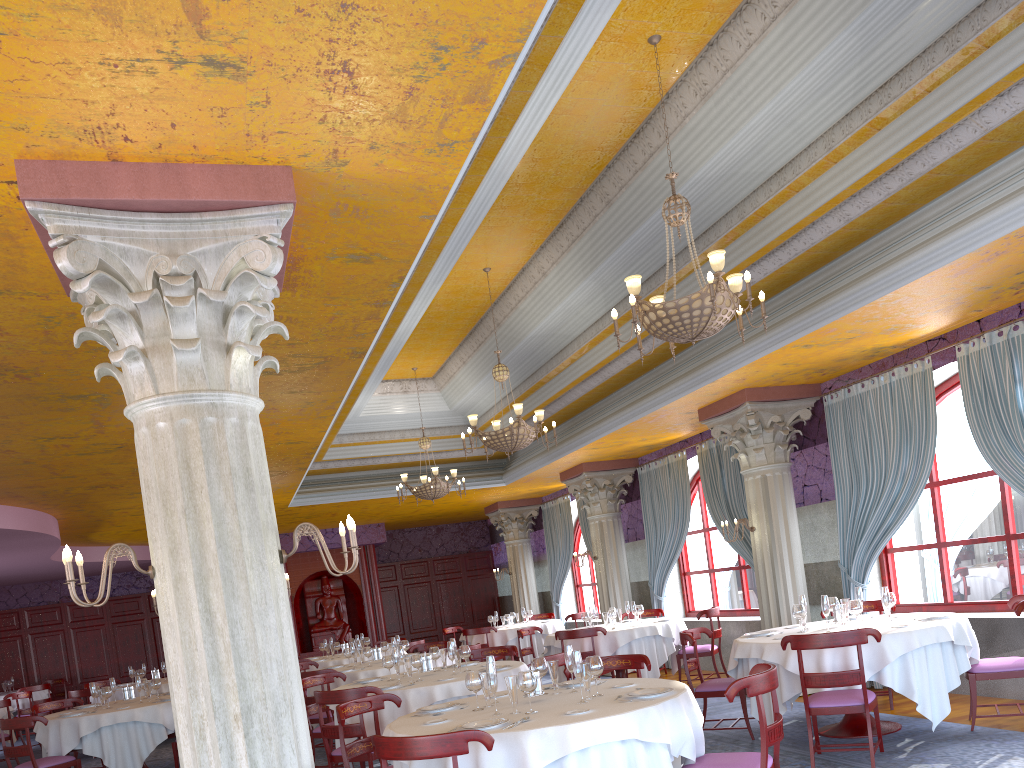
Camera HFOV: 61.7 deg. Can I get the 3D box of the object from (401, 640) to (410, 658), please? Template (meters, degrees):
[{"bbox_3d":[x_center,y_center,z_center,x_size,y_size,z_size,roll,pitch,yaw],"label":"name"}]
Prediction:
[{"bbox_3d":[-1.434,3.588,11.543,0.125,0.264,0.120,-9,-1,39],"label":"object"}]

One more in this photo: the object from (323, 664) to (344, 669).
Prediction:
[{"bbox_3d":[-2.493,3.947,11.939,0.310,0.024,0.323,3,-17,-38],"label":"object"}]

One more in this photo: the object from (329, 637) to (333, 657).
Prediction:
[{"bbox_3d":[-3.155,4.608,15.009,0.075,0.335,0.073,-7,1,17],"label":"object"}]

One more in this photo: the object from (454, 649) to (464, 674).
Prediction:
[{"bbox_3d":[-0.534,2.768,8.543,0.084,0.237,0.087,-8,0,-39],"label":"object"}]

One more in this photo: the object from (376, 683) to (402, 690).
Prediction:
[{"bbox_3d":[-1.180,2.837,8.008,0.310,0.024,0.324,-3,-14,-19],"label":"object"}]

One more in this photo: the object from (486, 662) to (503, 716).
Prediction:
[{"bbox_3d":[-0.116,1.911,5.365,0.073,0.335,0.075,-8,1,-28],"label":"object"}]

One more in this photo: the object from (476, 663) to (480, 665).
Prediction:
[{"bbox_3d":[-0.357,3.030,9.279,0.028,0.013,0.234,-13,-14,24],"label":"object"}]

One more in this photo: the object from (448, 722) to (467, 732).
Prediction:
[{"bbox_3d":[-0.320,2.029,5.063,0.028,0.013,0.234,-13,-14,24],"label":"object"}]

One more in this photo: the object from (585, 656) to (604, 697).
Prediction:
[{"bbox_3d":[0.544,1.909,5.592,0.120,0.264,0.124,-7,-1,-28],"label":"object"}]

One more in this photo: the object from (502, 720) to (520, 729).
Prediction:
[{"bbox_3d":[0.000,1.955,4.914,0.022,0.003,0.255,-13,-14,23],"label":"object"}]

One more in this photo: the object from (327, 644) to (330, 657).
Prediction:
[{"bbox_3d":[-3.198,4.636,14.892,0.086,0.237,0.085,-8,0,6],"label":"object"}]

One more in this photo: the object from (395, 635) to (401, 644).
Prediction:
[{"bbox_3d":[-1.570,3.648,11.872,0.075,0.335,0.072,-7,1,39],"label":"object"}]

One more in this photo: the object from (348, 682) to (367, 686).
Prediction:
[{"bbox_3d":[-1.588,3.090,8.832,0.262,0.019,0.055,-16,-14,30],"label":"object"}]

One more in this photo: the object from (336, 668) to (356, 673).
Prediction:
[{"bbox_3d":[-2.146,3.656,10.912,0.310,0.024,0.324,-3,-14,-19],"label":"object"}]

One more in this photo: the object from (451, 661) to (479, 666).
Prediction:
[{"bbox_3d":[-0.511,3.069,9.381,0.310,0.024,0.324,-3,-14,-19],"label":"object"}]

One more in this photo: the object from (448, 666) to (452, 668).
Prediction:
[{"bbox_3d":[-0.675,3.114,9.428,0.022,0.003,0.255,-13,-14,23],"label":"object"}]

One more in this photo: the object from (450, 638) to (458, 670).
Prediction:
[{"bbox_3d":[-0.604,2.829,8.967,0.075,0.335,0.073,-7,1,17],"label":"object"}]

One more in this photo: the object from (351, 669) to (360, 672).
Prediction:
[{"bbox_3d":[-1.978,3.633,10.865,0.022,0.003,0.255,-13,-14,23],"label":"object"}]

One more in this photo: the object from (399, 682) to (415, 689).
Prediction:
[{"bbox_3d":[-0.979,2.797,7.946,0.056,0.019,0.257,-14,-14,28],"label":"object"}]

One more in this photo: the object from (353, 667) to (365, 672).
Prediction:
[{"bbox_3d":[-1.944,3.616,10.850,0.056,0.019,0.257,-14,-14,28],"label":"object"}]

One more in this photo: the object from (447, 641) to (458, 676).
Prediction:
[{"bbox_3d":[-0.590,2.699,8.423,0.075,0.335,0.073,-7,1,17],"label":"object"}]

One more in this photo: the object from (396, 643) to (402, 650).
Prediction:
[{"bbox_3d":[-1.499,3.588,11.448,0.086,0.237,0.085,-8,0,6],"label":"object"}]

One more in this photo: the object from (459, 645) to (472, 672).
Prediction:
[{"bbox_3d":[-0.469,2.769,8.639,0.122,0.264,0.123,-8,-1,-6],"label":"object"}]

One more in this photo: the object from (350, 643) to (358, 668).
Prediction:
[{"bbox_3d":[-2.094,3.589,11.316,0.073,0.335,0.075,-8,1,-28],"label":"object"}]

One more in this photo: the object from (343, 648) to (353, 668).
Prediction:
[{"bbox_3d":[-2.220,3.721,11.646,0.125,0.264,0.120,-9,-1,39],"label":"object"}]

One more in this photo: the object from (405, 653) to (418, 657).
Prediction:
[{"bbox_3d":[-1.476,3.888,12.285,0.315,0.024,0.319,-10,-13,10],"label":"object"}]

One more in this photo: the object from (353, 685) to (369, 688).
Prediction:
[{"bbox_3d":[-1.496,2.995,8.461,0.158,0.009,0.162,-8,-13,1],"label":"object"}]

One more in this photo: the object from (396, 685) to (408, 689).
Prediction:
[{"bbox_3d":[-1.013,2.814,7.961,0.022,0.003,0.255,-13,-14,23],"label":"object"}]

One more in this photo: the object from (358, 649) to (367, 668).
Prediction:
[{"bbox_3d":[-1.970,3.610,11.267,0.086,0.237,0.085,-8,0,6],"label":"object"}]

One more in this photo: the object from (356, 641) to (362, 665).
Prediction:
[{"bbox_3d":[-2.109,3.720,11.860,0.075,0.335,0.073,-7,1,17],"label":"object"}]

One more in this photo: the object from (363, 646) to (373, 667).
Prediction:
[{"bbox_3d":[-1.876,3.568,11.199,0.120,0.264,0.124,-7,-1,-28],"label":"object"}]

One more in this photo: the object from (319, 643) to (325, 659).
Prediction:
[{"bbox_3d":[-3.267,4.609,14.795,0.120,0.264,0.124,-7,-1,-28],"label":"object"}]

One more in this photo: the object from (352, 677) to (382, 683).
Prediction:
[{"bbox_3d":[-1.527,3.128,9.035,0.310,0.024,0.324,-3,-14,-19],"label":"object"}]

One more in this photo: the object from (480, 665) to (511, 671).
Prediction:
[{"bbox_3d":[-0.164,2.779,8.354,0.310,0.024,0.324,-3,-14,-19],"label":"object"}]

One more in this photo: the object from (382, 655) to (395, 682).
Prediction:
[{"bbox_3d":[-1.254,2.901,8.742,0.122,0.264,0.123,-8,-1,-6],"label":"object"}]

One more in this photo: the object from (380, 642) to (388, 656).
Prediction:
[{"bbox_3d":[-1.778,3.741,11.991,0.122,0.264,0.123,-8,-1,-6],"label":"object"}]

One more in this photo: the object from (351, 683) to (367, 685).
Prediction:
[{"bbox_3d":[-1.572,3.105,8.868,0.258,0.003,0.022,-14,-14,25],"label":"object"}]

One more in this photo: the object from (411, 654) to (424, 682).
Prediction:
[{"bbox_3d":[-0.911,2.748,8.295,0.120,0.264,0.124,-7,-1,-28],"label":"object"}]

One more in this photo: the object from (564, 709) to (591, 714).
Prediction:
[{"bbox_3d":[0.384,1.925,5.027,0.157,0.009,0.164,-3,-14,-19],"label":"object"}]

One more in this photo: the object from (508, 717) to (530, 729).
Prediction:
[{"bbox_3d":[0.034,1.938,4.899,0.056,0.019,0.257,-14,-14,28],"label":"object"}]

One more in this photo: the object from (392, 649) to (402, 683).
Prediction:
[{"bbox_3d":[-1.129,2.770,8.411,0.075,0.335,0.073,-7,1,17],"label":"object"}]

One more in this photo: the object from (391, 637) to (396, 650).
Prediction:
[{"bbox_3d":[-1.555,3.518,11.328,0.075,0.335,0.073,-7,1,17],"label":"object"}]

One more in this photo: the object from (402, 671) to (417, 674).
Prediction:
[{"bbox_3d":[-1.116,3.149,9.334,0.159,0.009,0.162,-8,-13,1],"label":"object"}]

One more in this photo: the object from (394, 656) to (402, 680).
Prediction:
[{"bbox_3d":[-1.186,2.928,8.838,0.085,0.237,0.086,-8,0,-17],"label":"object"}]

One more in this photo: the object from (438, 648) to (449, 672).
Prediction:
[{"bbox_3d":[-0.715,2.906,9.019,0.087,0.237,0.084,-8,0,28],"label":"object"}]

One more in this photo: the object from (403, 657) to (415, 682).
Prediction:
[{"bbox_3d":[-1.004,2.791,8.362,0.086,0.237,0.085,-8,0,6],"label":"object"}]

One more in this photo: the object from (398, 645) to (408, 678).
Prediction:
[{"bbox_3d":[-1.143,2.901,8.955,0.075,0.335,0.073,-7,1,17],"label":"object"}]

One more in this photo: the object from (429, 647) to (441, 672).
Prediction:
[{"bbox_3d":[-0.812,2.922,9.086,0.122,0.264,0.123,-8,-1,-6],"label":"object"}]

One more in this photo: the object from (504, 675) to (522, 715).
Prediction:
[{"bbox_3d":[0.008,1.931,5.316,0.085,0.237,0.086,-8,0,-17],"label":"object"}]

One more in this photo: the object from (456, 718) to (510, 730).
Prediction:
[{"bbox_3d":[-0.167,1.978,4.961,0.313,0.024,0.321,-8,-13,1],"label":"object"}]

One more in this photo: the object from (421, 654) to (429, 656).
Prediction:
[{"bbox_3d":[-1.214,3.758,11.851,0.161,0.009,0.160,-13,-14,20],"label":"object"}]

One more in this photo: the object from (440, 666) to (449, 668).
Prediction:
[{"bbox_3d":[-0.712,3.114,9.443,0.056,0.019,0.257,-14,-14,28],"label":"object"}]

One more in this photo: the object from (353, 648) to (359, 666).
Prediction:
[{"bbox_3d":[-2.151,3.747,11.743,0.085,0.237,0.086,-8,0,-17],"label":"object"}]

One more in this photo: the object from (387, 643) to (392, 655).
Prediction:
[{"bbox_3d":[-1.681,3.725,11.924,0.085,0.237,0.086,-8,0,-17],"label":"object"}]

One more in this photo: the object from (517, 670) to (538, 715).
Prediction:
[{"bbox_3d":[0.102,1.889,5.248,0.122,0.264,0.123,-8,-1,-6],"label":"object"}]

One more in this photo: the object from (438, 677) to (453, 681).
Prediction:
[{"bbox_3d":[-0.628,2.784,8.073,0.159,0.009,0.162,-8,-13,1],"label":"object"}]
